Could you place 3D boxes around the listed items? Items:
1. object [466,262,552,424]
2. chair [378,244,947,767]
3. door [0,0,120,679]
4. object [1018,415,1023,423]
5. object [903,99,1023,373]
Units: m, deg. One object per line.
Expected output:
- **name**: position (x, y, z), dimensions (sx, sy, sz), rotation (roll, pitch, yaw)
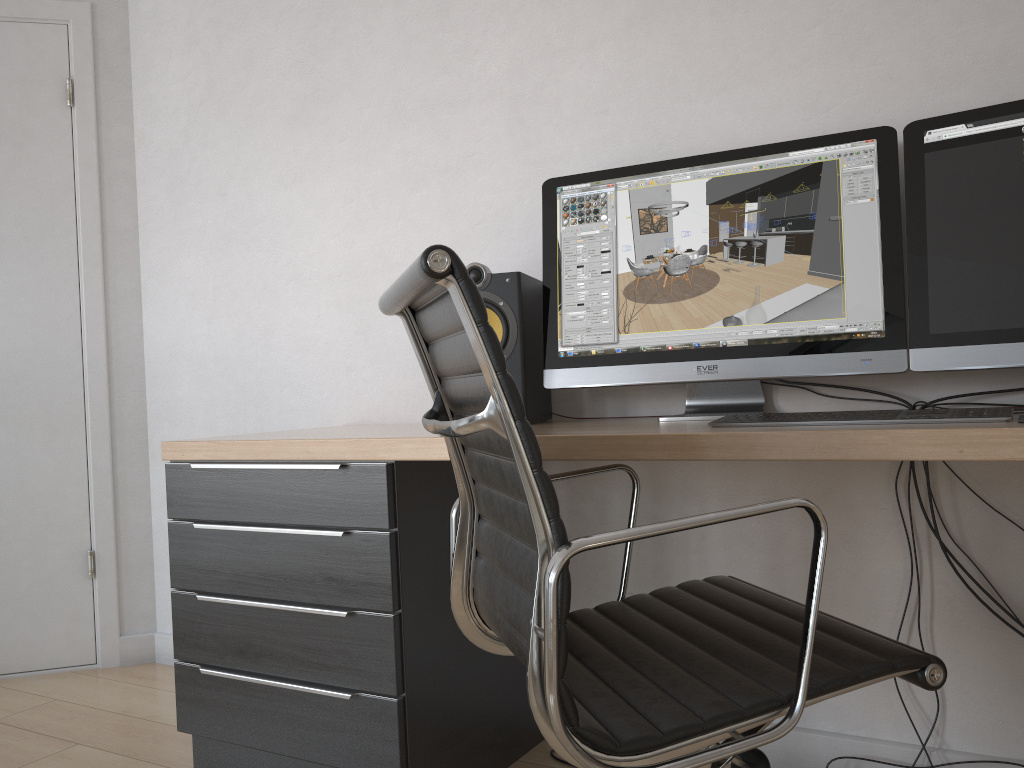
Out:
- **object**: position (-0.041, -0.085, 2.016), dimensions (0.198, 0.354, 0.249), rotation (-3, 0, 15)
- **chair**: position (0.160, 0.331, 1.287), dimensions (0.699, 0.991, 0.664), rotation (-3, 0, -9)
- **door**: position (-1.775, -0.138, 2.729), dimensions (0.974, 2.136, 0.085), rotation (-3, 0, -15)
- **object**: position (0.842, 0.045, 1.222), dimensions (0.250, 0.002, 0.200), rotation (-3, 0, 30)
- **object**: position (1.034, -0.230, 1.440), dimensions (0.716, 0.535, 0.190), rotation (-3, 0, 35)
